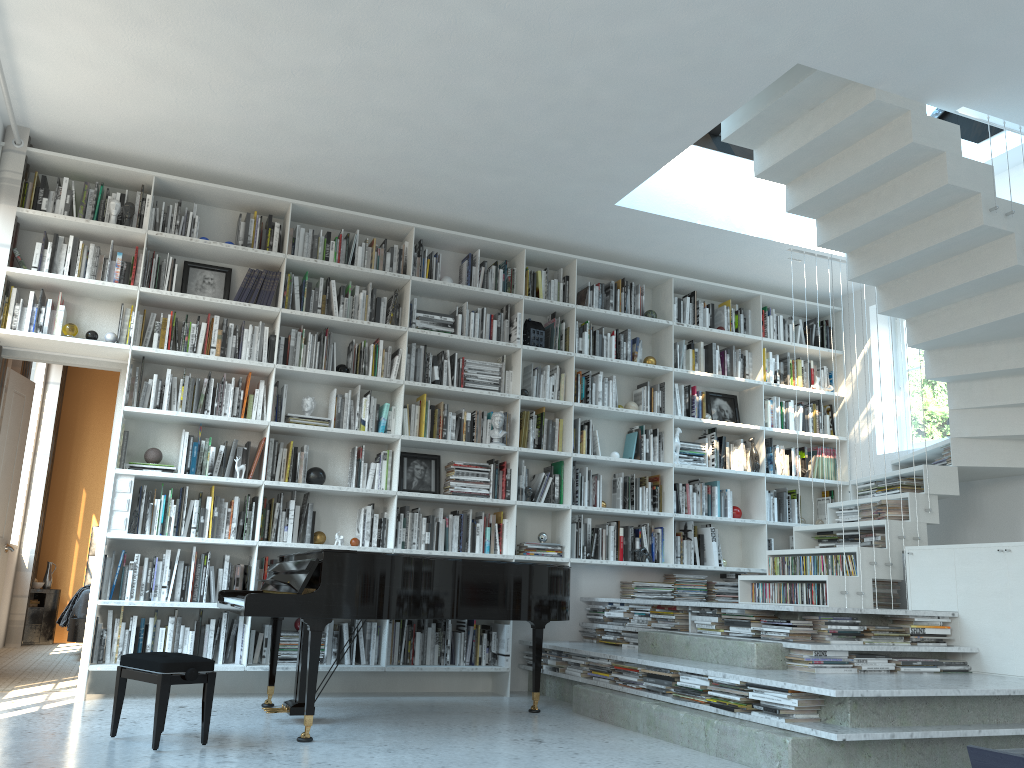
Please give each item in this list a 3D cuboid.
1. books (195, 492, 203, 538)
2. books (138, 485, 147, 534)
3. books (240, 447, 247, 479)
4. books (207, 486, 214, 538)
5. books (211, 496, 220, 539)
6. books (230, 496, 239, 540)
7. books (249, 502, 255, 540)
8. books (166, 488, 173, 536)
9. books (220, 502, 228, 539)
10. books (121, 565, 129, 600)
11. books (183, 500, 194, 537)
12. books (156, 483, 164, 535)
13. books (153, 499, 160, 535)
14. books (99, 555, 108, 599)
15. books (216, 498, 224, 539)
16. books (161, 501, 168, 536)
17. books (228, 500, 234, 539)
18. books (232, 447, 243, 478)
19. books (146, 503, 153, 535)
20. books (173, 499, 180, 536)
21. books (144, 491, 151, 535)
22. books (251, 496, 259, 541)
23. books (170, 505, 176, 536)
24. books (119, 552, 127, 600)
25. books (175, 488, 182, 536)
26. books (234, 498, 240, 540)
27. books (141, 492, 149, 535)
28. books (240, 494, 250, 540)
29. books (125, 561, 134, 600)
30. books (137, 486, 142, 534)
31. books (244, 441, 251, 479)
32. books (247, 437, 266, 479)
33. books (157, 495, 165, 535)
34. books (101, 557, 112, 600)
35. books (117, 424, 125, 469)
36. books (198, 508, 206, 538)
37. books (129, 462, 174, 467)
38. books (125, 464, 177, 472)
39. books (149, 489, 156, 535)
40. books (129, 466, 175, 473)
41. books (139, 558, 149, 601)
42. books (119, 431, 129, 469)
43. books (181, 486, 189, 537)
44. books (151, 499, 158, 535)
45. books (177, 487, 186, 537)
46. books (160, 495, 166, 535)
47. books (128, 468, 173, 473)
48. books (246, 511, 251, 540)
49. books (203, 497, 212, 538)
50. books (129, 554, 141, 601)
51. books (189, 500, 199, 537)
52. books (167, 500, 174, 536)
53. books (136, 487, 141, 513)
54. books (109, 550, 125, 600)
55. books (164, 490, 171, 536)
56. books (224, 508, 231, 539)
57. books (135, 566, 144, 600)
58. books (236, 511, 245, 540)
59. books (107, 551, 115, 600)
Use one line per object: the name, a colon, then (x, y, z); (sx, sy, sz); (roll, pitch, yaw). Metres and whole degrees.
books: (-1.920, 0.806, 5.424); (0.014, 0.281, 0.150); (7, -14, -22)
books: (-2.216, 0.762, 5.312); (0.014, 0.293, 0.172); (7, -14, -22)
books: (-1.702, 0.513, 5.583); (0.027, 0.209, 0.144); (7, -14, -22)
books: (-1.854, 0.794, 5.454); (0.021, 0.322, 0.172); (7, -14, -22)
books: (-1.829, 0.826, 5.449); (0.028, 0.260, 0.181); (7, -14, -22)
books: (-1.727, 0.837, 5.491); (0.021, 0.265, 0.186); (7, -14, -22)
books: (-1.632, 0.864, 5.533); (0.010, 0.239, 0.175); (7, -14, -22)
books: (-2.071, 0.780, 5.349); (0.007, 0.285, 0.182); (7, -14, -22)
books: (-1.787, 0.852, 5.483); (0.025, 0.228, 0.153); (7, -14, -22)
books: (-2.274, 1.168, 5.212); (0.024, 0.197, 0.148); (7, -14, -22)
books: (-1.980, 0.828, 5.414); (0.045, 0.229, 0.138); (7, -14, -22)
books: (-2.126, 0.763, 5.347); (0.006, 0.314, 0.146); (7, -14, -22)
books: (-2.134, 0.807, 5.324); (0.015, 0.216, 0.180); (7, -14, -22)
books: (-2.384, 1.126, 5.174); (0.012, 0.253, 0.161); (7, -14, -22)
books: (-1.806, 0.836, 5.462); (0.028, 0.248, 0.159); (7, -14, -22)
books: (-2.103, 0.820, 5.362); (0.016, 0.210, 0.146); (7, -14, -22)
books: (-1.749, 0.848, 5.498); (0.010, 0.245, 0.160); (7, -14, -22)
books: (-1.724, 0.509, 5.563); (0.030, 0.207, 0.172); (7, -14, -22)
books: (-2.165, 0.813, 5.293); (0.019, 0.189, 0.193); (7, -14, -22)
books: (-2.046, 0.820, 5.392); (0.016, 0.230, 0.136); (7, -14, -22)
books: (-2.182, 0.778, 5.311); (0.007, 0.263, 0.177); (7, -14, -22)
books: (-1.623, 0.851, 5.564); (0.024, 0.279, 0.136); (7, -14, -22)
books: (-2.048, 0.831, 5.350); (0.016, 0.188, 0.184); (7, -14, -22)
books: (-2.288, 1.129, 5.213); (0.010, 0.273, 0.150); (7, -14, -22)
books: (-2.034, 0.788, 5.405); (0.009, 0.298, 0.141); (7, -14, -22)
books: (-1.719, 0.846, 5.514); (0.013, 0.259, 0.143); (7, -14, -22)
books: (-2.204, 0.784, 5.322); (0.022, 0.256, 0.141); (7, -14, -22)
books: (-1.661, 0.836, 5.519); (0.014, 0.285, 0.179); (7, -14, -22)
books: (-2.244, 1.155, 5.203); (0.022, 0.220, 0.188); (7, -14, -22)
books: (-2.233, 0.764, 5.313); (0.016, 0.289, 0.153); (7, -14, -22)
books: (-1.680, 0.497, 5.599); (0.021, 0.250, 0.154); (7, -14, -22)
books: (-1.617, 0.483, 5.586); (0.082, 0.275, 0.229); (7, -14, -22)
books: (-2.118, 0.798, 5.341); (0.014, 0.242, 0.171); (7, -14, -22)
books: (-2.360, 1.133, 5.167); (0.029, 0.238, 0.154); (7, -14, -22)
books: (-2.356, 0.392, 5.338); (0.012, 0.284, 0.160); (7, -14, -22)
books: (-1.898, 0.855, 5.413); (0.029, 0.181, 0.190); (7, -14, -22)
books: (-2.189, 0.499, 5.385); (0.254, 0.012, 0.161); (7, -14, -21)
books: (-2.186, 0.510, 5.376); (0.285, 0.012, 0.160); (7, -14, -18)
books: (-2.160, 0.775, 5.327); (0.008, 0.279, 0.164); (7, -14, -22)
books: (-2.188, 0.522, 5.376); (0.254, 0.012, 0.161); (8, -15, -25)
books: (-2.185, 1.158, 5.263); (0.022, 0.247, 0.134); (7, -14, -22)
books: (-2.334, 0.413, 5.332); (0.028, 0.242, 0.157); (7, -14, -22)
books: (-1.997, 0.784, 5.395); (0.012, 0.305, 0.190); (7, -14, -22)
books: (-2.153, 0.807, 5.330); (0.015, 0.217, 0.176); (7, -14, -22)
books: (-2.007, 0.782, 5.378); (0.019, 0.299, 0.180); (7, -14, -22)
books: (-2.102, 0.796, 5.333); (0.009, 0.244, 0.185); (7, -14, -22)
books: (-2.190, 0.535, 5.377); (0.254, 0.012, 0.161); (7, -14, -21)
books: (-1.658, 0.893, 5.544); (0.023, 0.186, 0.130); (7, -14, -22)
books: (-1.876, 0.826, 5.441); (0.026, 0.253, 0.177); (7, -14, -22)
books: (-2.221, 1.137, 5.223); (0.029, 0.265, 0.172); (7, -14, -22)
books: (-1.940, 0.829, 5.412); (0.027, 0.229, 0.159); (7, -14, -22)
books: (-2.064, 0.815, 5.351); (0.015, 0.218, 0.190); (7, -14, -22)
books: (-2.245, 0.765, 5.309); (0.008, 0.284, 0.160); (7, -14, -22)
books: (-2.309, 1.116, 5.184); (0.052, 0.283, 0.172); (7, -14, -22)
books: (-2.087, 0.788, 5.366); (0.009, 0.277, 0.158); (7, -14, -22)
books: (-1.767, 0.872, 5.491); (0.023, 0.193, 0.140); (7, -14, -22)
books: (-2.206, 1.177, 5.245); (0.025, 0.199, 0.137); (7, -14, -22)
books: (-1.696, 0.887, 5.515); (0.041, 0.181, 0.142); (7, -14, -22)
books: (-2.335, 1.114, 5.164); (0.011, 0.276, 0.189); (7, -14, -22)
